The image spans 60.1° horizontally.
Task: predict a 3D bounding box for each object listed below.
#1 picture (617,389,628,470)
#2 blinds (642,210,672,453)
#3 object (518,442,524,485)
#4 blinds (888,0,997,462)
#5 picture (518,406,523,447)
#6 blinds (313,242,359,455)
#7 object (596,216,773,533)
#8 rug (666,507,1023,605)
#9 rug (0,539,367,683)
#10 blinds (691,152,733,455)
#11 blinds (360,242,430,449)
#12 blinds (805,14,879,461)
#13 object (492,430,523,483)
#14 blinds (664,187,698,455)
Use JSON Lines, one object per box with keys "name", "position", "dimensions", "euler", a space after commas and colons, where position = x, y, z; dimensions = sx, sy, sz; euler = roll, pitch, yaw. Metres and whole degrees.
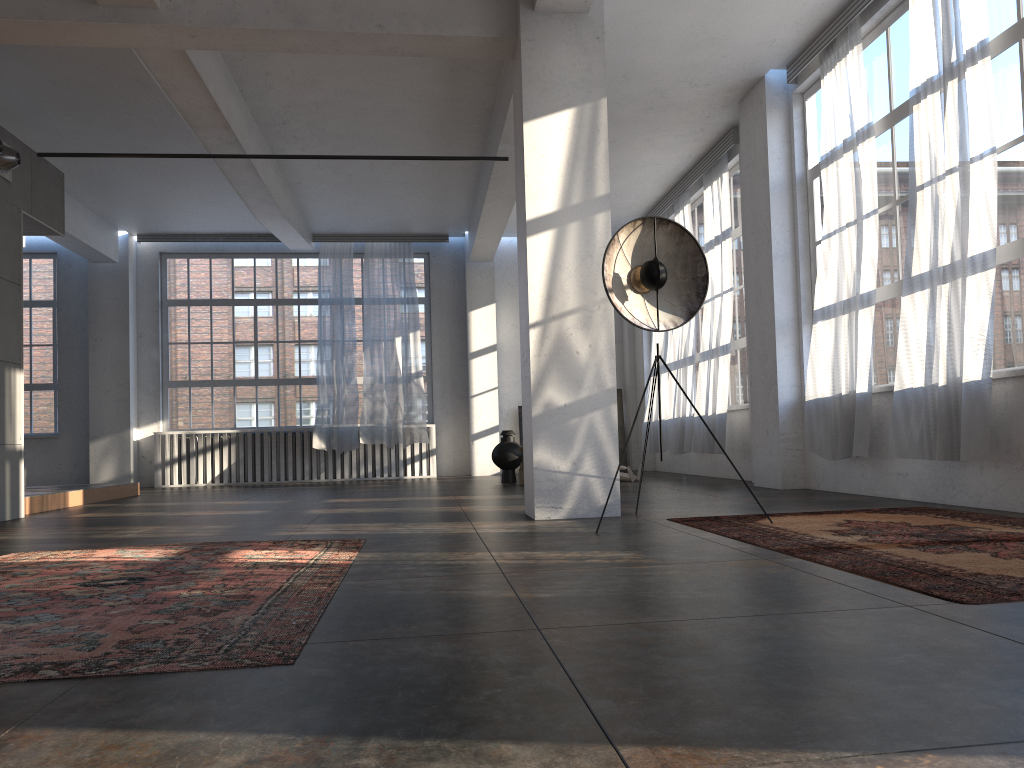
{"name": "picture", "position": [1.339, 0.779, 14.919], "dimensions": [1.154, 1.385, 0.252], "euler": [-1, -3, -8]}
{"name": "blinds", "position": [2.151, -0.829, 13.131], "dimensions": [0.341, 3.693, 1.029], "euler": [-1, -3, -9]}
{"name": "object", "position": [0.196, 1.001, 10.905], "dimensions": [0.236, 0.600, 0.223], "euler": [-3, -3, 21]}
{"name": "blinds", "position": [2.870, -1.321, 5.914], "dimensions": [0.363, 3.671, 1.027], "euler": [-1, -3, -7]}
{"name": "picture", "position": [0.823, 0.911, 14.737], "dimensions": [1.442, 1.140, 0.303], "euler": [-1, -3, -10]}
{"name": "blinds", "position": [-2.788, -0.657, 14.011], "dimensions": [0.696, 3.555, 0.872], "euler": [-1, -3, -8]}
{"name": "object", "position": [0.899, -0.086, 5.622], "dimensions": [1.062, 1.917, 1.175], "euler": [-1, -3, -7]}
{"name": "rug", "position": [2.052, 0.737, 4.271], "dimensions": [1.826, 0.009, 3.115], "euler": [-1, -4, -7]}
{"name": "rug", "position": [-1.598, 0.786, 3.431], "dimensions": [1.865, 0.029, 2.872], "euler": [-1, -4, -7]}
{"name": "blinds", "position": [2.414, -0.993, 10.629], "dimensions": [0.363, 3.671, 1.027], "euler": [-1, -3, -7]}
{"name": "blinds", "position": [-1.877, -0.722, 14.006], "dimensions": [1.063, 3.497, 0.995], "euler": [-1, -3, -7]}
{"name": "blinds", "position": [2.745, -1.220, 7.403], "dimensions": [0.317, 3.709, 1.020], "euler": [-1, -3, -7]}
{"name": "object", "position": [-0.049, 0.961, 11.745], "dimensions": [0.452, 0.692, 0.434], "euler": [1, -4, -43]}
{"name": "blinds", "position": [2.286, -0.902, 11.955], "dimensions": [0.317, 3.709, 1.020], "euler": [-1, -3, -7]}
